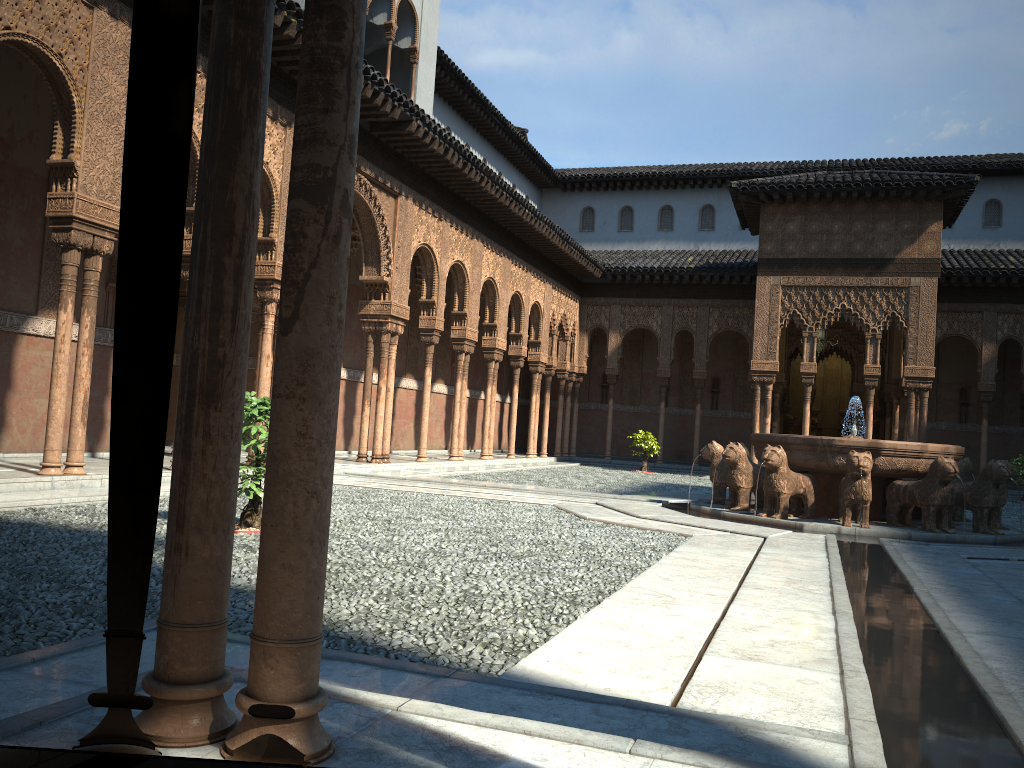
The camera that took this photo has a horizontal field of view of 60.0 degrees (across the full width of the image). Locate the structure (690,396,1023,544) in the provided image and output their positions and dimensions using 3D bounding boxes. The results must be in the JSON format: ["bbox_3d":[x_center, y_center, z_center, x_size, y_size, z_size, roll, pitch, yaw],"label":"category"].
[{"bbox_3d":[5.035,1.166,13.147,4.508,1.991,4.508,3,-3,19],"label":"structure"}]
